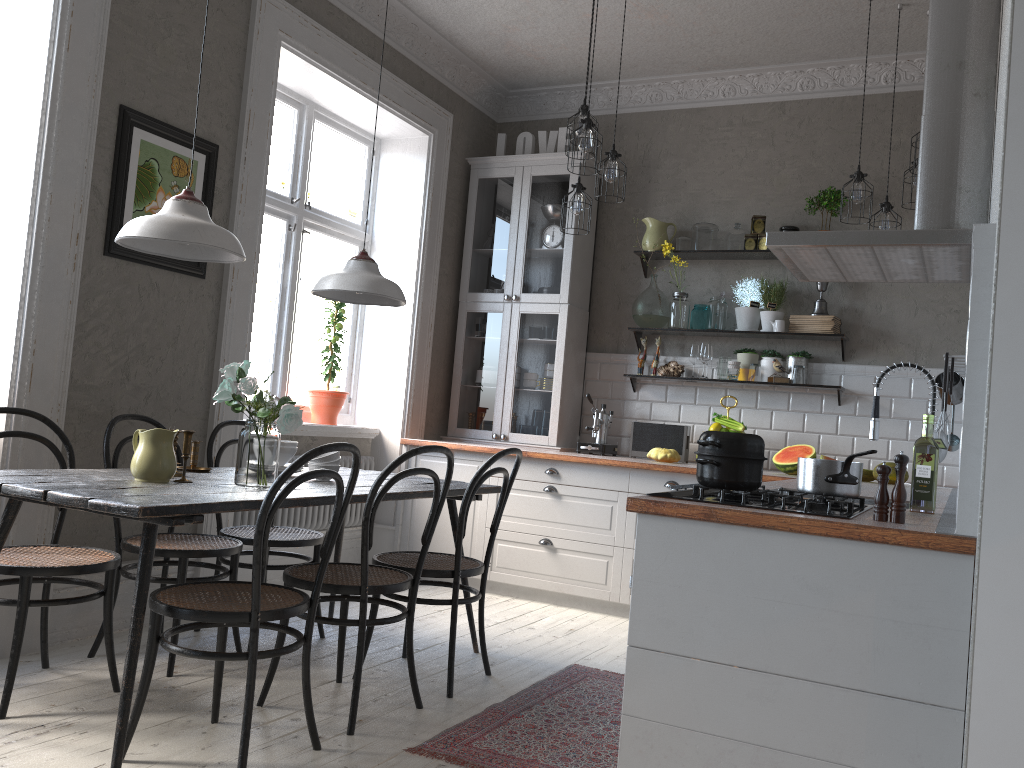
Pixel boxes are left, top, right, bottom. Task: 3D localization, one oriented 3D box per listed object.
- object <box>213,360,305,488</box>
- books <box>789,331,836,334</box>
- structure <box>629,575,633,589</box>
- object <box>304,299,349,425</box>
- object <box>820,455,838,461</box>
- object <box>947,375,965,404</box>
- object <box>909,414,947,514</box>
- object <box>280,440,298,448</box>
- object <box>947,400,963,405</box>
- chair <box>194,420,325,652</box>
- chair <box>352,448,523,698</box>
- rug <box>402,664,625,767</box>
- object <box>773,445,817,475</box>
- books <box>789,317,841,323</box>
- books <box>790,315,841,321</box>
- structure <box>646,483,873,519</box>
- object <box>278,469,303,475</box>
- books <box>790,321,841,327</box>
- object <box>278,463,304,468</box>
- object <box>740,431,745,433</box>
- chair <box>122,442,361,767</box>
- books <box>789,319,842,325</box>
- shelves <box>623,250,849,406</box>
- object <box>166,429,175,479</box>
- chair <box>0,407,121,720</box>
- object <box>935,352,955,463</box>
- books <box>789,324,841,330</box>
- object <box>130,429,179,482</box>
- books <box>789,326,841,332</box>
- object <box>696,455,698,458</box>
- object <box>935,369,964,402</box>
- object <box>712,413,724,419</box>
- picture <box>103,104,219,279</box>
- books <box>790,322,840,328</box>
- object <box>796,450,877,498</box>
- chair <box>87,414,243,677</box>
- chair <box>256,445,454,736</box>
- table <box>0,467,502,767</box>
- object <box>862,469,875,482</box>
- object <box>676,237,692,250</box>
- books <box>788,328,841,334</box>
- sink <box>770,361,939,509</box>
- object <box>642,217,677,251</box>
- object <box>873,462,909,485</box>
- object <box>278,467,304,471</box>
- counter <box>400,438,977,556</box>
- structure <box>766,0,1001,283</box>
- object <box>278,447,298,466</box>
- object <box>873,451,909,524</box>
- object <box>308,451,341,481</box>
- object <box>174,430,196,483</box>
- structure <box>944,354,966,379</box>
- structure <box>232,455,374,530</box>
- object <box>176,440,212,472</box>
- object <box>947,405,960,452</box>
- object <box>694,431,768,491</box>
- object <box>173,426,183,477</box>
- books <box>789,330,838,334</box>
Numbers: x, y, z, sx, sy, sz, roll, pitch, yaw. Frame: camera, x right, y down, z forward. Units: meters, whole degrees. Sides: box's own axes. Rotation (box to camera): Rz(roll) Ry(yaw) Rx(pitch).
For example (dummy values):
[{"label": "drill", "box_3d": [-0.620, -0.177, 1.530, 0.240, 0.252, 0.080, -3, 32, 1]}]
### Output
[{"label": "object", "box_3d": [-0.831, 0.131, 2.917, 0.307, 0.414, 0.255, 4, -3, 25]}, {"label": "books", "box_3d": [1.782, -0.291, 5.221, 0.256, 0.011, 0.160, 4, -3, 29]}, {"label": "structure", "box_3d": [0.685, 0.668, 2.377, 0.608, 0.623, 0.632, 4, -3, 26]}, {"label": "object", "box_3d": [-1.080, -0.166, 5.271, 0.265, 0.813, 0.254, 7, -3, -36]}, {"label": "object", "box_3d": [1.748, 0.448, 4.695, 0.223, 0.127, 0.149, 5, -3, 9]}, {"label": "object", "box_3d": [2.026, 0.010, 4.072, 0.106, 0.161, 0.139, 4, -3, 29]}, {"label": "object", "box_3d": [1.191, 0.228, 2.526, 0.088, 0.282, 0.083, 4, -3, 27]}, {"label": "object", "box_3d": [-0.933, 0.268, 3.466, 0.177, 0.094, 0.182, 4, -3, 17]}, {"label": "object", "box_3d": [2.085, 0.020, 4.189, 0.106, 0.161, 0.139, 3, -3, 39]}, {"label": "chair", "box_3d": [-1.080, 0.634, 3.879, 0.538, 0.921, 0.447, 3, -3, 39]}, {"label": "chair", "box_3d": [-0.274, 0.684, 3.446, 0.541, 0.921, 0.444, 4, -3, 24]}, {"label": "rug", "box_3d": [0.288, 1.168, 3.077, 0.724, 0.014, 1.310, 4, -3, 27]}, {"label": "object", "box_3d": [1.545, 0.414, 4.852, 0.222, 0.174, 0.231, 7, -3, -42]}, {"label": "books", "box_3d": [1.789, -0.377, 5.225, 0.256, 0.016, 0.161, 3, -3, 35]}, {"label": "books", "box_3d": [1.790, -0.388, 5.225, 0.256, 0.011, 0.161, 3, -3, 32]}, {"label": "structure", "box_3d": [0.696, 0.305, 2.409, 0.488, 0.031, 0.616, 4, -3, 27]}, {"label": "object", "box_3d": [-0.939, 0.341, 3.463, 0.232, 0.027, 0.242, 2, -3, 44]}, {"label": "books", "box_3d": [1.787, -0.356, 5.224, 0.256, 0.011, 0.161, 3, -3, 32]}, {"label": "object", "box_3d": [-0.938, 0.323, 3.464, 0.242, 0.027, 0.232, 7, -3, -41]}, {"label": "object", "box_3d": [1.342, 0.292, 5.162, 0.051, 0.050, 0.050, 3, -3, 36]}, {"label": "chair", "box_3d": [-0.756, 0.604, 2.532, 0.541, 0.921, 0.444, 4, -3, 24]}, {"label": "books", "box_3d": [1.788, -0.367, 5.224, 0.255, 0.016, 0.161, 3, -3, 39]}, {"label": "shelves", "box_3d": [1.365, -0.340, 5.417, 1.294, 0.923, 0.232, 4, -3, 26]}, {"label": "object", "box_3d": [-1.153, 0.228, 2.966, 0.063, 0.172, 0.060, 7, -4, -42]}, {"label": "chair", "box_3d": [-1.572, 0.552, 2.944, 0.538, 0.921, 0.446, 3, -3, 34]}, {"label": "object", "box_3d": [1.758, 0.102, 3.632, 0.080, 0.443, 0.334, 4, -3, 28]}, {"label": "books", "box_3d": [1.786, -0.334, 5.223, 0.256, 0.011, 0.161, 3, -3, 32]}, {"label": "object", "box_3d": [-1.147, 0.224, 2.830, 0.151, 0.170, 0.134, 6, -3, -12]}, {"label": "books", "box_3d": [1.785, -0.324, 5.222, 0.256, 0.016, 0.161, 3, -3, 35]}, {"label": "object", "box_3d": [1.155, 0.434, 5.250, 0.154, 0.072, 0.075, 7, -3, -34]}, {"label": "object", "box_3d": [1.960, -0.001, 3.961, 0.106, 0.161, 0.139, 3, -4, 43]}, {"label": "object", "box_3d": [1.210, 0.197, 5.199, 0.072, 0.058, 0.051, 5, -3, 3]}, {"label": "picture", "box_3d": [-1.487, -0.803, 3.800, 0.019, 0.620, 0.530, 4, -3, 27]}, {"label": "books", "box_3d": [1.787, -0.346, 5.223, 0.256, 0.011, 0.160, 4, -3, 29]}, {"label": "object", "box_3d": [0.914, 0.241, 2.408, 0.178, 0.134, 0.298, 6, -3, -29]}, {"label": "chair", "box_3d": [-1.319, 0.595, 3.447, 0.541, 0.921, 0.444, 4, -3, 24]}, {"label": "chair", "box_3d": [-0.513, 0.645, 3.016, 0.538, 0.921, 0.446, 3, -3, 34]}, {"label": "table", "box_3d": [-0.910, 0.713, 3.217, 0.890, 0.735, 1.952, 4, -3, 27]}, {"label": "object", "box_3d": [1.913, 0.494, 4.809, 0.202, 0.073, 0.119, 5, -3, -11]}, {"label": "object", "box_3d": [1.085, -0.869, 5.601, 0.101, 0.111, 0.105, 4, -3, 26]}, {"label": "books", "box_3d": [1.784, -0.313, 5.222, 0.255, 0.016, 0.161, 3, -3, 39]}, {"label": "sink", "box_3d": [1.128, 0.272, 2.937, 0.519, 0.720, 0.494, 4, -3, 26]}, {"label": "object", "box_3d": [0.922, -0.935, 5.620, 0.187, 0.216, 0.177, 3, -3, 40]}, {"label": "object", "box_3d": [2.013, 0.475, 4.707, 0.205, 0.119, 0.131, 5, -3, -11]}, {"label": "object", "box_3d": [-0.939, 0.332, 3.464, 0.238, 0.027, 0.236, 5, -2, -6]}, {"label": "counter", "box_3d": [0.347, 0.378, 4.036, 3.108, 0.039, 3.447, 4, -3, 27]}, {"label": "structure", "box_3d": [1.452, -1.237, 3.366, 0.701, 1.596, 0.724, 4, -3, 26]}, {"label": "object", "box_3d": [-0.935, 0.288, 3.465, 0.177, 0.094, 0.182, 4, -3, 17]}, {"label": "object", "box_3d": [0.886, 0.238, 2.070, 0.071, 0.167, 0.036, 4, -3, 26]}, {"label": "object", "box_3d": [-0.724, 0.311, 3.411, 0.122, 0.119, 0.130, 3, -3, 42]}, {"label": "object", "box_3d": [-1.061, 0.235, 2.881, 0.058, 0.167, 0.060, 3, -3, 40]}, {"label": "structure", "box_3d": [2.000, -0.068, 3.975, 0.093, 0.053, 1.104, 4, -3, 27]}, {"label": "structure", "box_3d": [-1.166, 0.613, 4.964, 0.146, 0.428, 1.242, 4, -3, 25]}, {"label": "object", "box_3d": [-1.196, 0.270, 3.335, 0.138, 0.112, 0.140, 5, -3, 9]}, {"label": "object", "box_3d": [2.201, 0.148, 4.416, 0.075, 0.379, 0.084, 4, -3, 27]}, {"label": "object", "box_3d": [0.571, 0.200, 2.317, 0.189, 0.147, 0.194, 5, -3, 6]}, {"label": "object", "box_3d": [-1.174, 0.231, 3.057, 0.095, 0.172, 0.096, 5, -3, 8]}, {"label": "books", "box_3d": [1.783, -0.302, 5.221, 0.256, 0.011, 0.161, 3, -3, 32]}]
